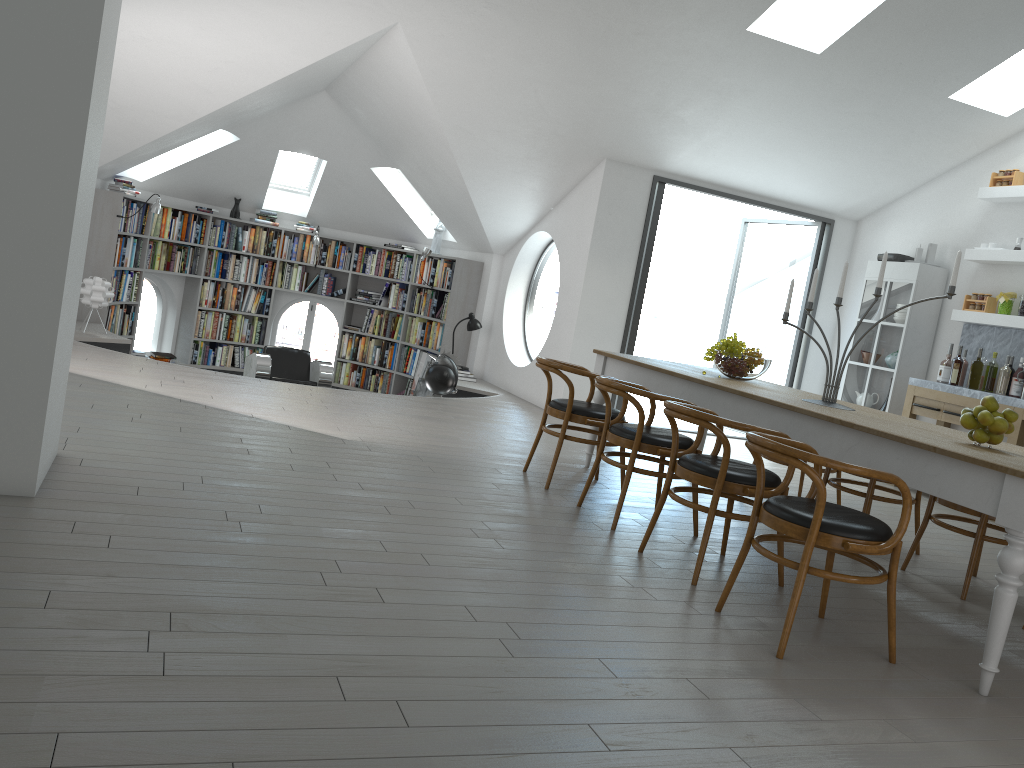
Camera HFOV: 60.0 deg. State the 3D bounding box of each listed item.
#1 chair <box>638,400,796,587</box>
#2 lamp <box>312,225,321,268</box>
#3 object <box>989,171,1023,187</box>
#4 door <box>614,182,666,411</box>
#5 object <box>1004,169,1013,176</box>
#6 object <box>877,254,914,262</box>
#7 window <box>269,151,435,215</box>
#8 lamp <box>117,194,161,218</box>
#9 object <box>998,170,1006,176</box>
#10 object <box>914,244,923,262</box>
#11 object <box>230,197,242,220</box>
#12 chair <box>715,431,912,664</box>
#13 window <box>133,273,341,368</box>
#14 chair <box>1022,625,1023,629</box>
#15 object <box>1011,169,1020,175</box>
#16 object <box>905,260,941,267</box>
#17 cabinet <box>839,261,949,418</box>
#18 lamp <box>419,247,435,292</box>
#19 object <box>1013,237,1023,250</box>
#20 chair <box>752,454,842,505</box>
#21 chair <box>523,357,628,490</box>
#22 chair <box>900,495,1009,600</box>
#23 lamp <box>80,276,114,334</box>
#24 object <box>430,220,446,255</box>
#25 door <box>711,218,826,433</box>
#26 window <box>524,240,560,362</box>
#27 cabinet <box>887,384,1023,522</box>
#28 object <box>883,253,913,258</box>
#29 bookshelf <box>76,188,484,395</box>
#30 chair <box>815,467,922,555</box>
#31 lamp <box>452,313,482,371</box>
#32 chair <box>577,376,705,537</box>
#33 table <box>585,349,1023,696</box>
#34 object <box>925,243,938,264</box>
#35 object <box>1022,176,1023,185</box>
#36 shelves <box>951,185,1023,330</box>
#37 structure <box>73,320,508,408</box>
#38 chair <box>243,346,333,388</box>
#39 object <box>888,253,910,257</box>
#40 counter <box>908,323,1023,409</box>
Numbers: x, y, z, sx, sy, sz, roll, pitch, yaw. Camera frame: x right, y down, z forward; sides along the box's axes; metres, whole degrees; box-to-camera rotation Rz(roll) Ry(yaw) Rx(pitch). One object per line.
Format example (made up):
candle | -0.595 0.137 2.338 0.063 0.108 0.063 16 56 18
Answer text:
chair | 0.921 0.482 4.008 0.620 0.733 0.529 8 5 -27
lamp | -2.528 -1.752 11.394 0.113 0.565 0.359 9 5 -15
object | 4.243 -1.739 7.598 0.120 0.146 0.238 8 6 -22
door | 1.047 -0.865 9.063 0.080 2.342 1.055 9 5 -22
object | 4.254 -1.800 7.595 0.058 0.075 0.059 10 5 1
object | 3.685 -1.158 8.485 0.298 0.119 0.300 8 6 -22
window | -2.541 -2.710 10.693 4.049 0.712 1.940 8 6 -22
lamp | -3.871 -1.854 9.230 0.413 0.311 0.117 8 5 -25
object | 4.231 -1.811 7.657 0.058 0.075 0.059 10 5 1
object | 3.760 -1.202 8.195 0.054 0.196 0.054 10 4 3
object | -3.472 -2.214 11.194 0.147 0.264 0.202 8 5 -25
chair | 1.113 0.590 3.313 0.620 0.733 0.529 9 5 -19
window | -3.704 -0.764 11.453 3.225 1.148 0.619 6 6 -36
chair | 2.729 0.820 3.911 0.620 0.733 0.529 8 5 -25
object | 4.278 -1.789 7.533 0.058 0.075 0.059 10 5 1
object | 3.798 -1.104 8.200 0.295 0.025 0.151 10 6 2
cabinet | 3.554 -0.150 8.439 0.360 1.985 0.644 9 5 -22
lamp | -1.001 -1.394 10.812 0.275 0.524 0.113 7 5 -31
object | 4.223 -1.162 7.391 0.063 0.124 0.068 8 5 -28
chair | 1.970 0.470 5.930 0.620 0.733 0.529 8 5 -22
chair | 0.385 0.245 5.346 0.620 0.733 0.529 9 5 -19
chair | 2.483 0.705 4.584 0.620 0.733 0.529 9 5 -19
lamp | -3.925 -0.743 8.326 0.305 0.524 0.307 7 6 -33
object | -0.929 -1.851 11.103 0.179 0.471 0.180 9 5 -13
door | 2.730 -0.629 9.714 0.080 2.342 1.055 7 6 -37
window | 0.473 -0.877 9.587 0.104 1.467 1.476 9 5 -22
cabinet | 4.941 1.078 5.009 1.002 1.019 6.454 8 6 -22
object | 3.687 -1.167 8.484 0.238 0.119 0.239 8 6 -22
bookshelf | -2.855 -0.974 10.822 4.326 1.876 2.117 8 6 -22
chair | 2.171 0.580 5.236 0.620 0.733 0.529 8 5 -25
lamp | -0.528 -0.491 10.101 0.322 0.659 0.234 10 4 -6
chair | 0.679 0.367 4.688 0.620 0.733 0.529 8 5 -22
table | 1.539 0.487 4.691 1.017 0.797 3.362 8 6 -22
object | 3.866 -1.190 8.188 0.072 0.210 0.071 10 4 2
object | 4.311 -1.686 7.418 0.082 0.105 0.081 14 6 36
shelves | 5.299 -0.550 5.383 0.479 1.358 5.573 8 6 -27
structure | -2.505 -0.001 9.602 4.720 0.692 4.710 13 6 23
chair | -2.478 -0.015 9.725 0.821 0.718 0.744 8 6 -27
object | 3.689 -1.176 8.484 0.170 0.119 0.171 8 6 -22
counter | 5.132 0.290 4.889 0.960 0.618 6.601 8 6 -22
